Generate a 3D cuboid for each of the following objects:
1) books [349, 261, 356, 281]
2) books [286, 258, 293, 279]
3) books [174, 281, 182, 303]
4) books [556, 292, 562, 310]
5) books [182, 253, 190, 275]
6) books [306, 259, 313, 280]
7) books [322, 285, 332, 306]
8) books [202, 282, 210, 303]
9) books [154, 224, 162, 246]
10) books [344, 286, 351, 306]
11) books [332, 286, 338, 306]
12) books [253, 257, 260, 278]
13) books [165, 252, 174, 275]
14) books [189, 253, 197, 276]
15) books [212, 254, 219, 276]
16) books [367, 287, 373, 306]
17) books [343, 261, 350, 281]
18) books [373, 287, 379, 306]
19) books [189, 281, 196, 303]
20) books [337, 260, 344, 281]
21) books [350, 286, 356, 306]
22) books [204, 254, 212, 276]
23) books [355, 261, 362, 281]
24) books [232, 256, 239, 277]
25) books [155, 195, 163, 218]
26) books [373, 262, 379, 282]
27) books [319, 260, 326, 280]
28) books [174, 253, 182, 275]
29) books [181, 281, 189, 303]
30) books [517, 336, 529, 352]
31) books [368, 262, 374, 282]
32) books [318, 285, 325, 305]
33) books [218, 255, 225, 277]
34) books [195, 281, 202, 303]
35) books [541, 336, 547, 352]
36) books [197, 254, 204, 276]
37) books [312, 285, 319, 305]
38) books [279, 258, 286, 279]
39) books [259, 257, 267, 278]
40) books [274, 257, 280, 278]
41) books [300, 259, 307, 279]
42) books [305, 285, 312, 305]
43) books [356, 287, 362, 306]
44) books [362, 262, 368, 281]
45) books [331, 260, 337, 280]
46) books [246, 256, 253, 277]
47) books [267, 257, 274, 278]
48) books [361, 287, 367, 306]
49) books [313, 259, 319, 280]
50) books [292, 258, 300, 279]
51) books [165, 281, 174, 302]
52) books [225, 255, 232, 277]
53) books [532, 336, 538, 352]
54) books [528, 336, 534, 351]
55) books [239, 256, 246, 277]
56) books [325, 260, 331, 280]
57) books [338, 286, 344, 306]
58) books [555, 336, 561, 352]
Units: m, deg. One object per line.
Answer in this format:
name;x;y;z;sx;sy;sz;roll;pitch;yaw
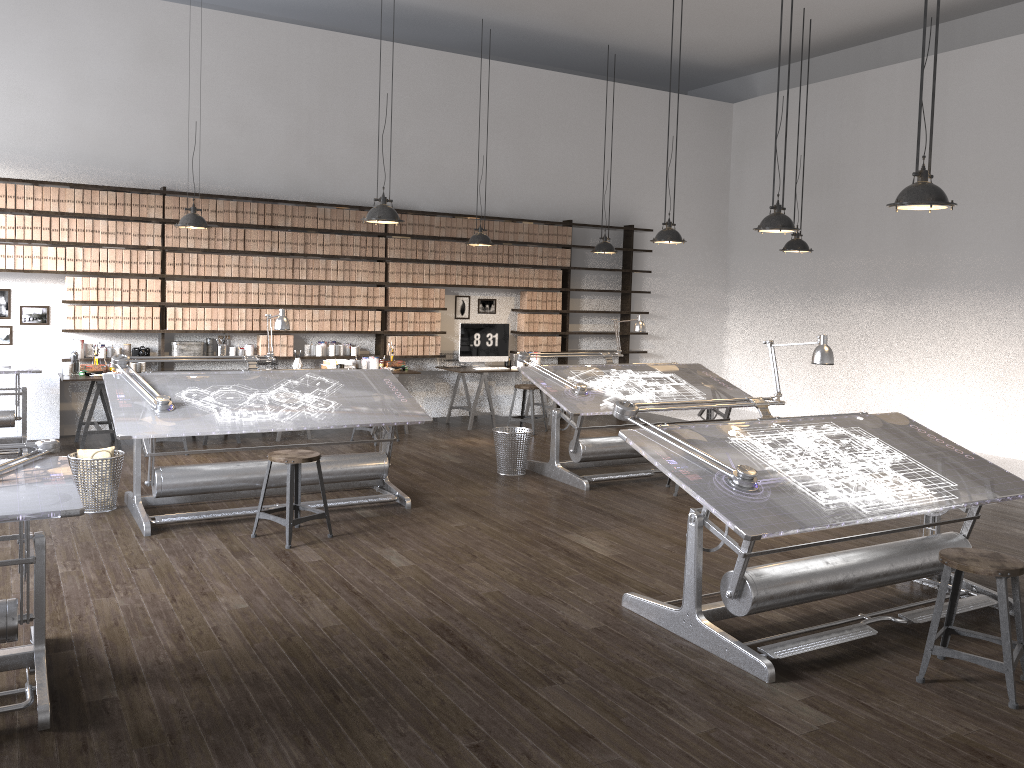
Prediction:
books;-1.784;-1.241;9.764;0.067;0.225;0.175;0;4;-30
books;-2.385;-1.223;9.409;0.067;0.225;0.175;0;4;-30
books;-3.358;-0.919;8.863;0.067;0.225;0.175;0;4;-30
books;0.551;-1.039;11.132;0.067;0.225;0.175;0;4;-30
books;-3.288;-1.198;8.892;0.067;0.225;0.175;0;4;-30
books;-2.200;-1.229;9.522;0.067;0.225;0.175;0;4;-30
books;-2.021;-0.958;9.640;0.067;0.225;0.175;0;4;-30
books;-3.120;-0.926;9.002;0.067;0.225;0.175;0;4;-30
books;-3.506;-1.464;8.741;0.067;0.225;0.175;0;4;-30
books;-1.839;-0.963;9.743;0.067;0.225;0.175;0;4;-30
books;-1.961;-0.960;9.679;0.067;0.225;0.175;0;4;-30
books;-2.687;-1.215;9.236;0.067;0.225;0.175;0;4;-30
books;-3.417;-1.194;8.818;0.067;0.225;0.175;0;4;-30
books;-3.224;-1.199;8.924;0.067;0.225;0.175;0;4;-30
books;-3.042;-1.204;9.027;0.067;0.225;0.175;0;4;-30
books;-1.611;-0.970;9.881;0.067;0.225;0.175;0;4;-30
books;-1.844;-1.239;9.727;0.067;0.225;0.175;0;4;-30
books;-1.551;-0.972;9.918;0.067;0.225;0.175;0;4;-30
books;-3.243;-0.923;8.935;0.067;0.225;0.175;0;4;-30
books;-1.903;-1.237;9.688;0.067;0.225;0.175;0;4;-30
books;-1.783;-0.965;9.781;0.067;0.225;0.175;0;4;-30
books;-3.103;-1.203;8.999;0.067;0.225;0.175;0;4;-30
books;-1.722;-1.243;9.795;0.067;0.225;0.175;0;4;-30
books;-2.867;-1.209;9.130;0.067;0.225;0.175;0;4;-30
books;-3.490;-1.740;8.729;0.067;0.225;0.175;0;4;-30
books;-1.548;-1.248;9.897;0.067;0.225;0.175;0;4;-30
books;-2.077;-1.232;9.586;0.067;0.225;0.175;0;4;-30
books;-3.350;-1.195;8.850;0.067;0.225;0.175;0;4;-30
books;-3.295;-0.921;8.899;0.067;0.225;0.175;0;4;-30
books;0.136;-0.478;10.931;0.067;0.225;0.175;0;4;-30
books;-1.600;-1.246;9.862;0.067;0.225;0.175;0;4;-30
books;-2.085;-0.957;9.608;0.067;0.225;0.175;0;4;-30
books;-2.986;-1.206;9.065;0.067;0.225;0.175;0;4;-30
books;-3.187;-0.925;8.970;0.067;0.225;0.175;0;4;-30
books;0.366;-0.484;11.059;0.067;0.225;0.175;0;4;-30
books;-3.165;-1.201;8.963;0.067;0.225;0.175;0;4;-30
books;-2.147;-0.954;9.566;0.067;0.225;0.175;0;4;-30
books;-2.452;-1.222;9.376;0.067;0.225;0.175;0;4;-30
books;-2.622;-1.216;9.270;0.067;0.225;0.175;0;4;-30
books;-2.507;-1.220;9.342;0.067;0.225;0.175;0;4;-30
books;-2.259;-1.227;9.483;0.067;0.225;0.175;0;4;-30
books;-2.214;-0.953;9.534;0.067;0.225;0.175;0;4;-30
books;-1.728;-0.967;9.811;0.067;0.225;0.175;0;4;-30
books;-1.658;-1.244;9.829;0.067;0.225;0.175;0;4;-30
books;-1.966;-1.235;9.654;0.067;0.225;0.175;0;4;-30
books;-2.749;-1.213;9.205;0.067;0.225;0.175;0;4;-30
books;-2.560;-1.218;9.306;0.067;0.225;0.175;0;4;-30
books;-1.670;-0.968;9.843;0.067;0.225;0.175;0;4;-30
books;-2.138;-1.231;9.557;0.067;0.225;0.175;0;4;-30
books;-2.323;-1.226;9.451;0.067;0.225;0.175;0;4;-30
books;-3.422;-0.918;8.830;0.067;0.225;0.175;0;4;-30
books;-2.931;-1.208;9.095;0.067;0.225;0.175;0;4;-30
books;0.252;-0.481;10.997;0.067;0.225;0.175;0;4;-30
books;0.197;-0.479;10.960;0.067;0.225;0.175;0;4;-30
books;-2.809;-1.211;9.168;0.067;0.225;0.175;0;4;-30
books;-2.022;-1.234;9.624;0.067;0.225;0.175;0;4;-30
books;-1.900;-0.962;9.715;0.067;0.225;0.175;0;4;-30
books;0.544;-0.489;11.161;0.067;0.225;0.175;0;4;-30
